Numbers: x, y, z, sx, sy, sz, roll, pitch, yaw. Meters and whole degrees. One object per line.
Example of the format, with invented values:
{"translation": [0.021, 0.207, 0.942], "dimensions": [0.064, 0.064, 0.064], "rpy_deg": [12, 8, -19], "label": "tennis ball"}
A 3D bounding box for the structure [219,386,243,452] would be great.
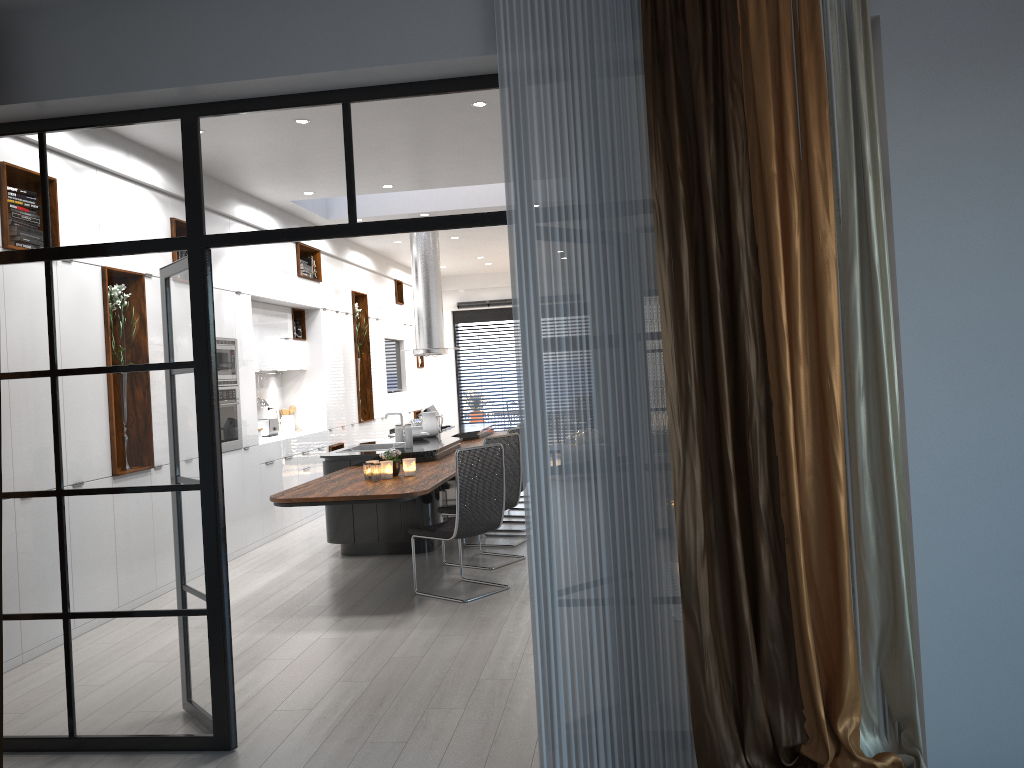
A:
{"translation": [-2.721, 0.321, 7.841], "dimensions": [0.495, 0.571, 0.595], "rpy_deg": [-3, 0, 7], "label": "structure"}

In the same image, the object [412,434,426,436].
{"translation": [-0.966, 0.518, 8.969], "dimensions": [0.229, 0.016, 0.229], "rpy_deg": [-3, 1, 4], "label": "object"}

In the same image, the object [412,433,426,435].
{"translation": [-0.966, 0.509, 8.969], "dimensions": [0.229, 0.016, 0.229], "rpy_deg": [-3, 1, 4], "label": "object"}

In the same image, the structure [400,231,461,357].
{"translation": [-1.004, -1.126, 10.500], "dimensions": [0.695, 1.609, 1.043], "rpy_deg": [-3, 0, 6], "label": "structure"}

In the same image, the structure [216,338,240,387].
{"translation": [-2.768, -0.178, 7.850], "dimensions": [0.458, 0.430, 0.595], "rpy_deg": [-3, 0, 7], "label": "structure"}

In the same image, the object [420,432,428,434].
{"translation": [-0.966, 0.505, 8.969], "dimensions": [0.229, 0.016, 0.229], "rpy_deg": [-3, 1, 4], "label": "object"}

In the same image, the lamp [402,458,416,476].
{"translation": [-0.749, 0.609, 6.477], "dimensions": [0.095, 0.124, 0.095], "rpy_deg": [-3, 0, 40], "label": "lamp"}

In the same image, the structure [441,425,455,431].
{"translation": [-0.995, 0.529, 10.472], "dimensions": [0.501, 0.026, 0.812], "rpy_deg": [-3, 1, 7], "label": "structure"}

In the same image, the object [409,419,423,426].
{"translation": [-1.021, 0.467, 9.601], "dimensions": [0.211, 0.174, 0.211], "rpy_deg": [-3, 0, 14], "label": "object"}

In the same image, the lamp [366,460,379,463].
{"translation": [-1.015, 0.624, 6.466], "dimensions": [0.095, 0.124, 0.095], "rpy_deg": [-3, 0, 24], "label": "lamp"}

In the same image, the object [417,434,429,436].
{"translation": [-0.965, 0.529, 8.969], "dimensions": [0.264, 0.033, 0.264], "rpy_deg": [-3, 1, 44], "label": "object"}

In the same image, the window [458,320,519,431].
{"translation": [3.229, -1.526, 16.459], "dimensions": [8.564, 5.063, 0.462], "rpy_deg": [-3, -1, 6], "label": "window"}

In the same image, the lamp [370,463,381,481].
{"translation": [-0.963, 0.627, 6.287], "dimensions": [0.078, 0.120, 0.078], "rpy_deg": [-3, 0, -10], "label": "lamp"}

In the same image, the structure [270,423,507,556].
{"translation": [-0.866, 1.005, 8.359], "dimensions": [1.377, 0.887, 5.641], "rpy_deg": [-3, 1, 7], "label": "structure"}

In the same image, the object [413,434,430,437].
{"translation": [-0.964, 0.536, 8.969], "dimensions": [0.264, 0.033, 0.264], "rpy_deg": [-3, 1, 44], "label": "object"}

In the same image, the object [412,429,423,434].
{"translation": [-0.967, 0.485, 8.970], "dimensions": [0.138, 0.051, 0.138], "rpy_deg": [-3, 1, -13], "label": "object"}

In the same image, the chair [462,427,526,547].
{"translation": [-0.163, 0.903, 7.940], "dimensions": [0.536, 1.019, 0.471], "rpy_deg": [-3, -1, 22], "label": "chair"}

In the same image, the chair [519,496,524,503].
{"translation": [0.134, 0.854, 10.418], "dimensions": [0.536, 1.019, 0.471], "rpy_deg": [-3, -1, 7], "label": "chair"}

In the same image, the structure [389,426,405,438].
{"translation": [-1.839, 0.933, 13.800], "dimensions": [0.221, 0.516, 1.204], "rpy_deg": [-3, 0, 7], "label": "structure"}

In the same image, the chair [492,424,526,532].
{"translation": [-0.072, 0.888, 8.653], "dimensions": [0.536, 1.019, 0.471], "rpy_deg": [-3, -1, 22], "label": "chair"}

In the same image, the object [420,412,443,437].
{"translation": [-0.844, 0.420, 9.236], "dimensions": [0.211, 0.254, 0.183], "rpy_deg": [-3, 0, 41], "label": "object"}

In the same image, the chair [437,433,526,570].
{"translation": [-0.256, 0.919, 7.127], "dimensions": [0.536, 1.019, 0.471], "rpy_deg": [-4, -1, 37], "label": "chair"}

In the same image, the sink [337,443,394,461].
{"translation": [-1.274, 0.658, 8.192], "dimensions": [0.485, 0.153, 0.738], "rpy_deg": [-3, 1, 7], "label": "sink"}

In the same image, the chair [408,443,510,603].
{"translation": [-0.383, 0.938, 6.197], "dimensions": [0.536, 1.019, 0.471], "rpy_deg": [-4, -1, 42], "label": "chair"}

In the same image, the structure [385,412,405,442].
{"translation": [-1.083, 0.420, 8.142], "dimensions": [0.177, 0.310, 0.089], "rpy_deg": [-3, -1, 7], "label": "structure"}

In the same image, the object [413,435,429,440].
{"translation": [-0.964, 0.542, 8.969], "dimensions": [0.264, 0.033, 0.264], "rpy_deg": [-3, 1, 44], "label": "object"}

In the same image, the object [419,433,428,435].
{"translation": [-0.966, 0.514, 8.969], "dimensions": [0.229, 0.016, 0.229], "rpy_deg": [-3, 1, 4], "label": "object"}

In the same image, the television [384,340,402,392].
{"translation": [-1.901, -0.277, 13.813], "dimensions": [0.050, 0.805, 1.187], "rpy_deg": [-3, 0, 7], "label": "television"}

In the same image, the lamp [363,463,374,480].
{"translation": [-1.027, 0.629, 6.361], "dimensions": [0.078, 0.120, 0.078], "rpy_deg": [-3, 0, -10], "label": "lamp"}

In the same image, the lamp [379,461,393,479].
{"translation": [-0.903, 0.619, 6.380], "dimensions": [0.095, 0.124, 0.095], "rpy_deg": [-3, 0, 0], "label": "lamp"}

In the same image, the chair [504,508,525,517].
{"translation": [0.026, 0.872, 9.461], "dimensions": [0.536, 1.019, 0.471], "rpy_deg": [-4, -1, 27], "label": "chair"}
